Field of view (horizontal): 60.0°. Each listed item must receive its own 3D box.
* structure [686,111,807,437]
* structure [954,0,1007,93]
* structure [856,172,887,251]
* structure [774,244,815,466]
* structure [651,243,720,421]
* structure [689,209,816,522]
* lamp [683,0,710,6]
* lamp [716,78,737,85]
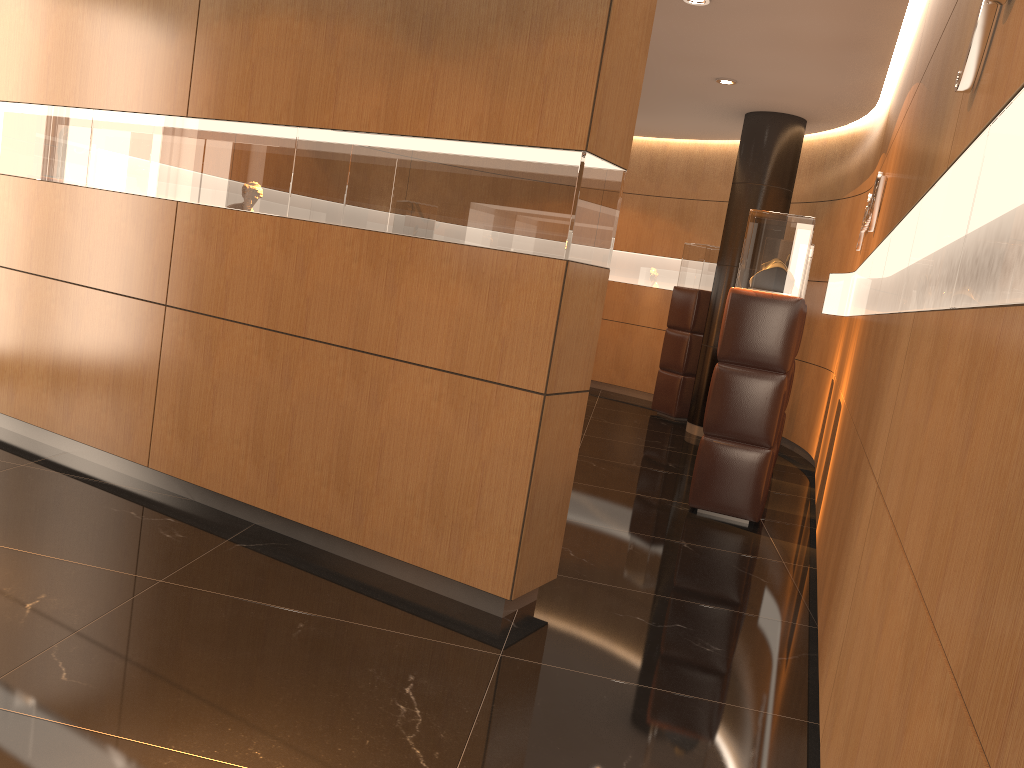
[{"bbox_3d":[2.421,-1.132,9.198,0.613,3.430,0.613,12,8,22],"label":"structure"},{"bbox_3d":[0.868,-0.887,1.308,0.034,0.442,2.050,12,8,18],"label":"structure"},{"bbox_3d":[2.635,-1.270,6.517,0.034,0.442,2.050,12,8,18],"label":"structure"},{"bbox_3d":[2.269,-0.252,7.846,0.498,2.000,0.484,12,8,17],"label":"structure"},{"bbox_3d":[2.084,-0.587,10.209,0.484,2.000,0.498,5,8,-28],"label":"structure"},{"bbox_3d":[1.605,-0.123,5.876,0.498,1.968,0.484,12,8,17],"label":"structure"},{"bbox_3d":[1.212,-2.540,5.799,0.176,0.068,0.176,11,7,12],"label":"lamp"},{"bbox_3d":[1.888,-2.686,7.796,0.176,0.068,0.176,11,7,12],"label":"lamp"}]
